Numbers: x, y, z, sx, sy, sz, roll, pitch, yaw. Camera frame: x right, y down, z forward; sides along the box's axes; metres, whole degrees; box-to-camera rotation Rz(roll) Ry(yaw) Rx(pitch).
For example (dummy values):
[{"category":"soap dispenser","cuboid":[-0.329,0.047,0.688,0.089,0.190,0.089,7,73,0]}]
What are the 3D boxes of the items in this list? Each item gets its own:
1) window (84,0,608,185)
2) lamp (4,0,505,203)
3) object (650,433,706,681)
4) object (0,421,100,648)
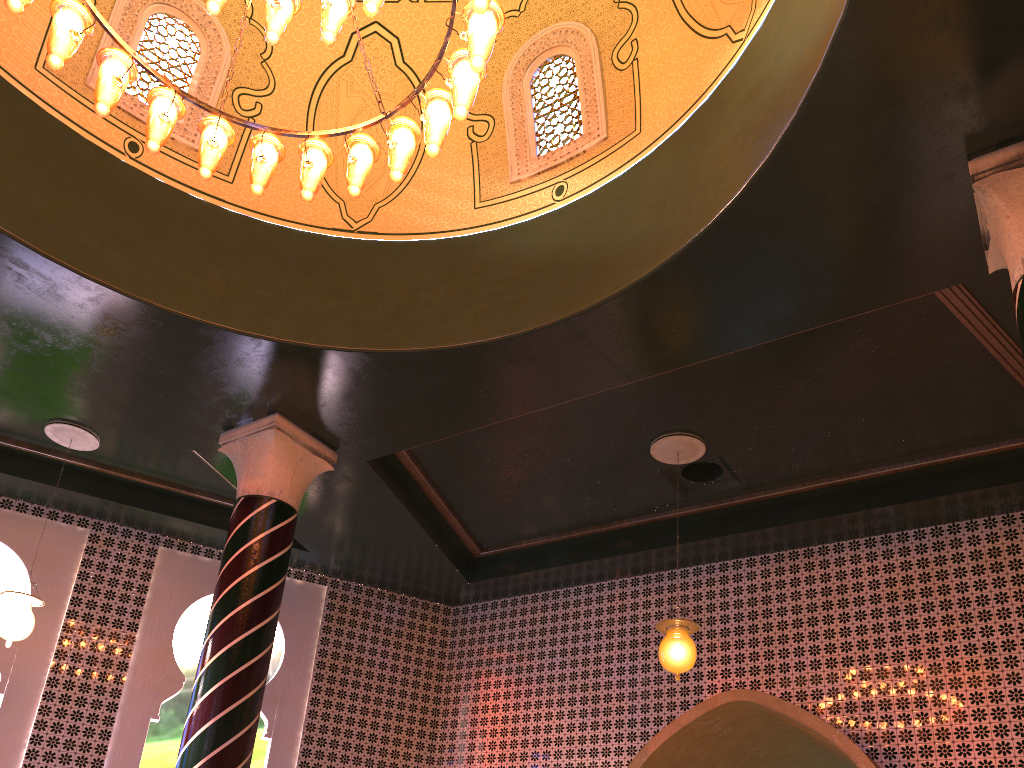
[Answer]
[{"category":"window","cuboid":[-1.249,-3.782,4.919,5.583,1.075,6.223,15,-34,-16]},{"category":"lamp","cuboid":[-1.105,-3.690,4.946,2.553,4.225,2.618,-18,-34,38]},{"category":"object","cuboid":[1.496,1.565,7.806,0.523,2.126,0.562,-5,-27,22]},{"category":"object","cuboid":[-4.610,1.483,8.459,0.523,2.126,0.562,-5,-27,22]}]
